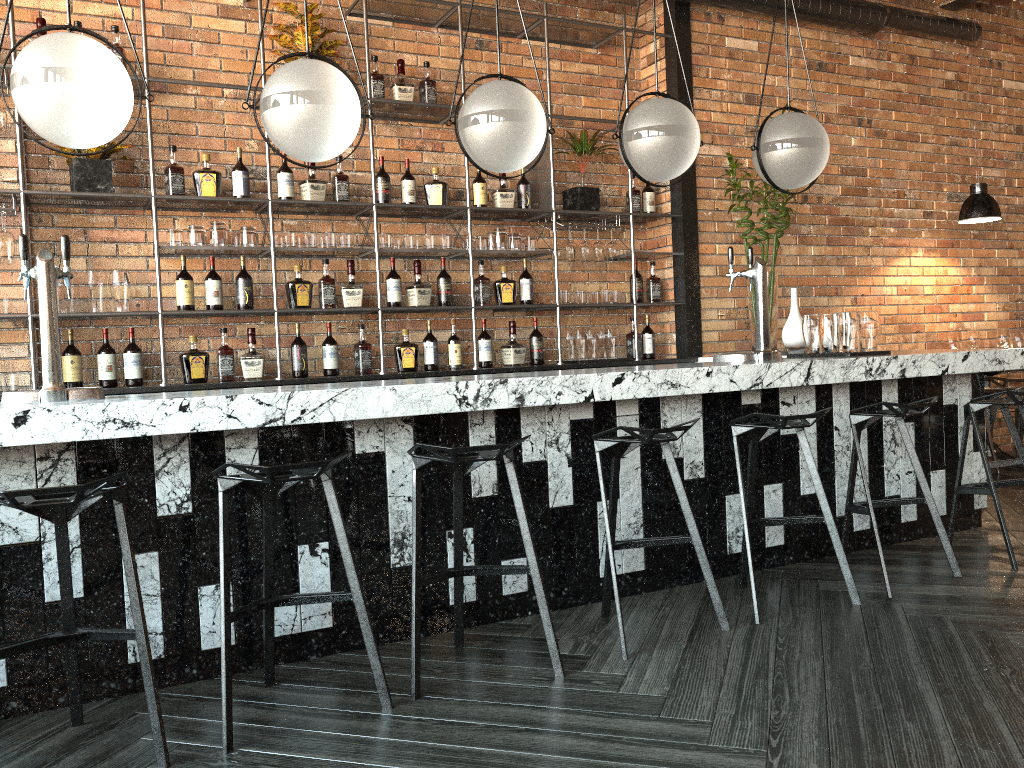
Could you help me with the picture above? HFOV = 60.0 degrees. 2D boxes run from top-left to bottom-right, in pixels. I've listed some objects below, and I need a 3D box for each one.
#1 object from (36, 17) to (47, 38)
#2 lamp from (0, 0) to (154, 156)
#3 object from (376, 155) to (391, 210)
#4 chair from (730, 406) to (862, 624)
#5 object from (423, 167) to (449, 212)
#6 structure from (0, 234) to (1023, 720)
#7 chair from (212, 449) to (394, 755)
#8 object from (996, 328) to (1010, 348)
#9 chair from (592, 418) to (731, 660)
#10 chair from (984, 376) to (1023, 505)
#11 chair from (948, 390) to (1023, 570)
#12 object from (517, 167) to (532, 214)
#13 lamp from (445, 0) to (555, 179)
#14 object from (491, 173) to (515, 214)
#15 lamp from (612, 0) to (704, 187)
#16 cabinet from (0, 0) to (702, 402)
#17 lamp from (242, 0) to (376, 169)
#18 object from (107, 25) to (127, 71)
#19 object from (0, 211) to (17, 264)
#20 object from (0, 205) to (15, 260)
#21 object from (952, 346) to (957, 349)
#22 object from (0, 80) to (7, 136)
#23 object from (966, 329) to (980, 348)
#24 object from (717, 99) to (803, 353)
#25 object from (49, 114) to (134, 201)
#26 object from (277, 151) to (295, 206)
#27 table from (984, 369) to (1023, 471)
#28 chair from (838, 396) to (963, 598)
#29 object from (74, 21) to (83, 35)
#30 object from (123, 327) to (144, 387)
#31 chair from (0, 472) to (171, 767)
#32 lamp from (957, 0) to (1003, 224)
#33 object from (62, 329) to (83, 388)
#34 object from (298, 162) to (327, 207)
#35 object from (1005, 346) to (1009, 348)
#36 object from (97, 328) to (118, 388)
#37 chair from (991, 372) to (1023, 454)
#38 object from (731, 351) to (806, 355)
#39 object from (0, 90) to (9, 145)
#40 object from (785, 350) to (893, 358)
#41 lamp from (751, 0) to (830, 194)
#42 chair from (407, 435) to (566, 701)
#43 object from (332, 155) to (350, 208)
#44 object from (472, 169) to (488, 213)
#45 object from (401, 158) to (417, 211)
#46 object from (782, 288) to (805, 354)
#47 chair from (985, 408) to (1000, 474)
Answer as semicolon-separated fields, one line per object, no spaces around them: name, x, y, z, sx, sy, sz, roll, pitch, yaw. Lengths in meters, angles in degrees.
object;-2.253;-1.613;4.259;0.123;0.279;0.123;-4;3;-38
lamp;-1.374;-1.579;2.693;0.340;1.754;0.340;-2;2;19
object;-0.735;-1.146;5.037;0.086;0.299;0.086;-2;2;22
chair;0.986;0.457;3.364;0.475;0.737;0.414;-3;2;-22
object;-0.443;-1.137;5.181;0.151;0.248;0.094;-2;2;2
structure;-0.172;0.138;4.016;5.346;1.430;1.930;-4;2;-27
chair;-0.655;0.560;2.535;0.475;0.737;0.414;-4;2;-32
object;3.462;-0.270;6.243;0.092;0.244;0.092;-3;2;-21
chair;0.434;0.491;3.085;0.475;0.737;0.414;-4;2;-32
chair;2.605;0.333;4.782;0.414;0.737;0.475;-3;2;-22
chair;2.132;0.385;3.944;0.475;0.737;0.414;-4;3;-37
object;0.072;-1.196;5.445;0.086;0.297;0.086;-2;2;22
lamp;-0.068;-1.661;3.354;0.340;1.754;0.340;-2;2;19
object;-0.054;-1.177;5.363;0.123;0.279;0.123;-3;2;-18
lamp;0.585;-1.702;3.684;0.340;1.754;0.340;-2;2;19
cabinet;-1.952;-0.911;4.377;7.075;3.779;0.564;-4;2;-27
lamp;-0.721;-1.620;3.023;0.340;1.754;0.340;-2;2;19
object;-1.964;-1.634;4.404;0.083;0.282;0.083;-3;2;-12
object;-2.434;-0.705;4.261;0.092;0.244;0.092;-3;2;-21
object;-2.360;-0.702;4.114;0.092;0.244;0.092;-3;2;-21
object;3.198;-0.202;6.296;0.232;0.139;0.232;-4;2;-33
object;-2.385;-1.274;4.093;0.092;0.244;0.092;-3;2;-21
object;3.374;-0.275;6.491;0.092;0.244;0.092;-3;2;-21
object;1.599;-0.960;5.598;0.584;1.546;0.673;-2;2;12
object;-2.060;-1.173;4.331;0.430;0.526;0.425;-3;2;-15
object;-1.225;-1.115;4.794;0.086;0.298;0.086;-2;2;22
table;3.431;0.228;6.398;0.872;0.758;0.872;-4;2;-27
chair;1.506;0.424;3.627;0.475;0.737;0.414;-4;2;-32
object;-2.112;-1.624;4.329;0.083;0.282;0.083;-4;3;-42
object;-1.907;-0.137;4.463;0.086;0.298;0.086;-2;2;22
chair;-1.157;0.591;2.281;0.475;0.737;0.414;-3;2;-22
lamp;3.319;-1.996;6.333;0.291;1.653;0.291;-1;3;38
object;-2.152;-0.120;4.337;0.086;0.299;0.086;-2;2;22
object;-1.089;-1.112;4.839;0.123;0.279;0.123;-4;3;-38
object;3.597;-0.227;6.491;0.232;0.139;0.232;-2;2;6
object;-2.023;-0.131;4.430;0.086;0.298;0.086;-2;2;22
chair;3.939;0.143;6.720;0.558;0.857;0.504;-4;2;-32
object;1.609;-0.193;5.646;0.622;0.014;0.622;-1;3;36
object;-2.460;-1.276;4.240;0.092;0.244;0.092;-3;2;-21
object;1.579;-0.145;4.305;0.273;0.019;0.437;-4;2;-27
lamp;1.238;-1.743;4.014;0.340;1.754;0.340;-2;2;19
chair;-0.137;0.527;2.797;0.475;0.737;0.414;-3;2;-17
object;-0.952;-1.123;4.924;0.083;0.282;0.083;-4;2;-27
object;-0.194;-1.179;5.314;0.086;0.299;0.086;-2;2;22
object;-0.601;-1.155;5.136;0.086;0.298;0.086;-2;2;22
object;1.772;-0.377;5.285;0.316;0.397;0.319;-2;2;22
chair;2.990;0.205;6.178;0.558;0.857;0.504;-4;2;-27
